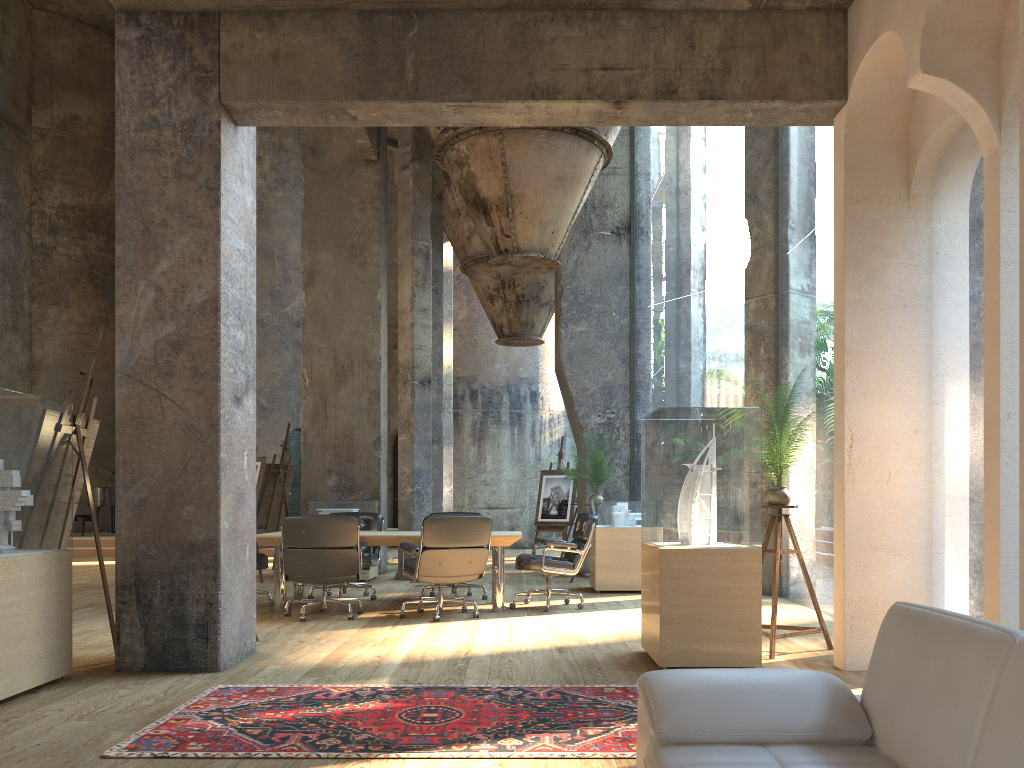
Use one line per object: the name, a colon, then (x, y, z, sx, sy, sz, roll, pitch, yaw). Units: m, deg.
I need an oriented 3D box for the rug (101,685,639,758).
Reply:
rug: (-0.374, 1.529, 4.059, 2.462, 0.009, 1.355, 0, -8, 0)

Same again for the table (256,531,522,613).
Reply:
table: (-1.114, 1.759, 8.296, 2.409, 0.697, 1.112, 0, -6, 0)

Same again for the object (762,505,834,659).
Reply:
object: (1.733, 1.308, 5.955, 0.659, 0.969, 0.572, 2, -3, -36)

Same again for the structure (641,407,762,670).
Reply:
structure: (1.157, 0.957, 5.482, 0.594, 1.542, 0.745, 0, -1, 0)

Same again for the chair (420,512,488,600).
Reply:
chair: (-0.600, 1.767, 9.056, 0.729, 0.889, 0.826, 0, -4, 1)

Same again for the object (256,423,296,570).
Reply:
object: (-3.345, 1.626, 12.435, 0.685, 2.140, 0.703, 0, -1, 26)

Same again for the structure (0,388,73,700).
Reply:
structure: (-2.769, 0.834, 4.571, 0.594, 1.542, 0.745, 0, -1, 0)

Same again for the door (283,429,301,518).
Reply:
door: (-4.707, 2.126, 19.364, 0.904, 2.289, 0.091, 1, -1, -42)

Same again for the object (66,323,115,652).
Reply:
object: (-2.788, 0.683, 5.464, 0.684, 2.140, 0.703, 0, -1, -1)

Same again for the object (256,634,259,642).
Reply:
object: (-2.084, 1.197, 6.262, 0.571, 1.293, 0.660, 0, -2, 0)

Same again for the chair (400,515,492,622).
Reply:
chair: (-0.606, 1.571, 7.605, 0.730, 0.889, 0.825, 2, -4, -26)

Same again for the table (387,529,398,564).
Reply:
table: (-1.282, 2.676, 14.518, 1.870, 0.544, 0.947, 0, -6, 0)

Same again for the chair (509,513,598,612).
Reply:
chair: (0.376, 1.664, 8.290, 0.821, 0.889, 0.734, 0, -3, -6)

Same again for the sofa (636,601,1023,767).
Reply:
sofa: (0.235, 0.785, 1.181, 2.064, 0.718, 2.949, 0, -7, 0)

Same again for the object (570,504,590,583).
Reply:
object: (1.136, 1.982, 10.934, 0.571, 0.969, 0.660, -1, -3, 36)

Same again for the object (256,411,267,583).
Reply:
object: (-3.243, 1.370, 10.545, 0.702, 2.140, 0.685, 0, -1, 32)

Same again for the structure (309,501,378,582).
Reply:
structure: (-2.140, 2.001, 11.242, 0.743, 1.011, 0.739, 0, -3, 0)

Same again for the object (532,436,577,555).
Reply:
object: (0.763, 1.919, 14.602, 0.702, 2.140, 0.685, 0, -1, 29)

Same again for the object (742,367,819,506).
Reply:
object: (1.795, 0.361, 5.961, 0.688, 0.936, 0.864, 0, -4, -9)

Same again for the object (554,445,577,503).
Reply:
object: (1.004, 1.377, 13.474, 0.688, 0.936, 0.863, -1, -4, 21)

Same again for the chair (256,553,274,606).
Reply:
chair: (-2.668, 1.666, 8.310, 0.821, 0.889, 0.734, 0, -3, -4)

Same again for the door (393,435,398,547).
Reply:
door: (-2.343, 2.291, 19.350, 0.903, 2.623, 0.111, -1, -1, 42)

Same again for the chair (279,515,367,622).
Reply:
chair: (-1.617, 1.567, 7.576, 0.729, 0.889, 0.826, 0, -4, -6)

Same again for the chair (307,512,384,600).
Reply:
chair: (-1.716, 1.768, 9.059, 0.729, 0.889, 0.826, 0, -4, 7)

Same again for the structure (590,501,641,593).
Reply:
structure: (1.275, 1.823, 9.924, 0.735, 1.011, 0.747, 0, -3, 0)

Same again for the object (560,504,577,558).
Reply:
object: (1.061, 2.322, 13.449, 0.658, 0.969, 0.573, 0, -2, -6)

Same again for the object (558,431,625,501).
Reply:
object: (0.980, 1.045, 11.013, 0.858, 0.937, 0.691, 0, -3, 3)
